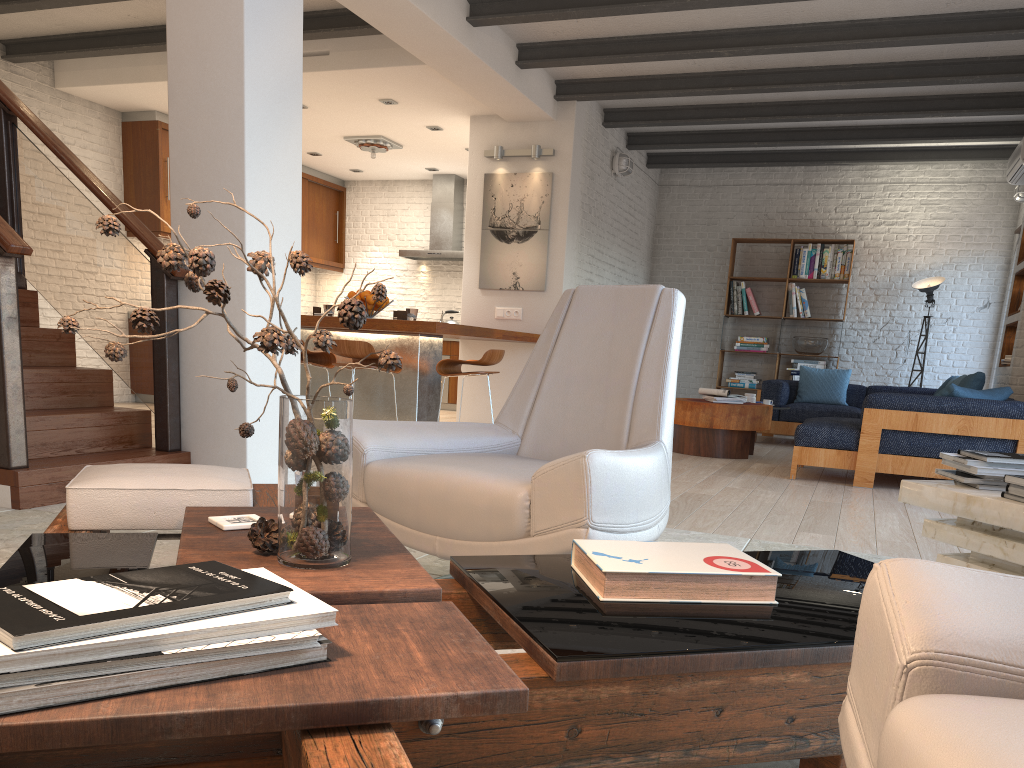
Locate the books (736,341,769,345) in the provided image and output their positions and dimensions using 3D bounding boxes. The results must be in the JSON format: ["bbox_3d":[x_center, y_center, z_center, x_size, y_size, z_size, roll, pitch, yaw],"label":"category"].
[{"bbox_3d":[2.840,-0.481,10.284,0.353,0.021,0.267,4,2,19],"label":"books"}]

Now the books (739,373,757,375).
[{"bbox_3d":[2.787,-0.124,10.385,0.241,0.008,0.153,4,2,21],"label":"books"}]

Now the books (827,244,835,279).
[{"bbox_3d":[3.604,-1.361,9.831,0.036,0.394,0.238,8,10,22],"label":"books"}]

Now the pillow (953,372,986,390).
[{"bbox_3d":[3.693,0.107,7.175,0.252,0.427,1.191,7,4,21],"label":"pillow"}]

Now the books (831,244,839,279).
[{"bbox_3d":[3.633,-1.359,9.806,0.036,0.394,0.238,8,10,22],"label":"books"}]

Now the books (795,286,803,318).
[{"bbox_3d":[3.303,-0.932,10.016,0.124,0.358,0.266,8,10,21],"label":"books"}]

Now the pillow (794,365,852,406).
[{"bbox_3d":[3.311,0.022,9.277,0.552,0.420,0.218,6,10,20],"label":"pillow"}]

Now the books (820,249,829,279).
[{"bbox_3d":[3.529,-1.338,9.834,0.055,0.339,0.249,8,10,22],"label":"books"}]

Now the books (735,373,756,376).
[{"bbox_3d":[2.782,-0.111,10.397,0.235,0.019,0.167,4,2,14],"label":"books"}]

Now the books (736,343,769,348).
[{"bbox_3d":[2.833,-0.452,10.271,0.378,0.037,0.239,4,2,15],"label":"books"}]

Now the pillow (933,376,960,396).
[{"bbox_3d":[4.204,0.118,8.408,0.241,0.408,1.088,7,4,21],"label":"pillow"}]

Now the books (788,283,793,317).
[{"bbox_3d":[3.224,-0.956,10.056,0.100,0.394,0.238,8,10,21],"label":"books"}]

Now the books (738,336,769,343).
[{"bbox_3d":[2.849,-0.519,10.271,0.324,0.057,0.251,5,3,23],"label":"books"}]

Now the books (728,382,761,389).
[{"bbox_3d":[2.776,0.017,10.393,0.323,0.057,0.252,5,3,31],"label":"books"}]

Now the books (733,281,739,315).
[{"bbox_3d":[2.644,-1.002,10.268,0.090,0.395,0.238,8,10,22],"label":"books"}]

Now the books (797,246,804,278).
[{"bbox_3d":[3.294,-1.371,9.945,0.020,0.369,0.266,8,10,22],"label":"books"}]

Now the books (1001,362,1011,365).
[{"bbox_3d":[4.329,-0.175,7.549,0.160,0.017,0.249,5,3,32],"label":"books"}]

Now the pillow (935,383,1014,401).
[{"bbox_3d":[3.096,0.165,5.997,0.565,0.337,0.367,2,7,-19],"label":"pillow"}]

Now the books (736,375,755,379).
[{"bbox_3d":[2.783,-0.084,10.394,0.204,0.035,0.130,4,3,21],"label":"books"}]

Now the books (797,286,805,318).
[{"bbox_3d":[3.326,-0.930,10.017,0.124,0.358,0.266,8,10,21],"label":"books"}]

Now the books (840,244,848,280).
[{"bbox_3d":[3.721,-1.352,9.773,0.036,0.394,0.238,8,10,22],"label":"books"}]

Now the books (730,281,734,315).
[{"bbox_3d":[2.606,-1.004,10.274,0.090,0.395,0.238,8,10,22],"label":"books"}]

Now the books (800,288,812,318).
[{"bbox_3d":[3.365,-0.918,9.989,0.157,0.338,0.249,8,9,21],"label":"books"}]

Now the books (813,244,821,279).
[{"bbox_3d":[3.455,-1.372,9.862,0.036,0.394,0.238,8,10,22],"label":"books"}]

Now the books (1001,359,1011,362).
[{"bbox_3d":[4.333,-0.200,7.529,0.169,0.019,0.233,5,2,23],"label":"books"}]

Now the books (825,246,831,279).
[{"bbox_3d":[3.571,-1.350,9.831,0.020,0.369,0.266,8,10,22],"label":"books"}]

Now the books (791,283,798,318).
[{"bbox_3d":[3.251,-0.952,10.022,0.103,0.394,0.238,8,10,21],"label":"books"}]

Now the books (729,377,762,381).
[{"bbox_3d":[2.775,-0.058,10.378,0.378,0.019,0.239,4,2,14],"label":"books"}]

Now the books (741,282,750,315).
[{"bbox_3d":[2.738,-0.993,10.220,0.120,0.392,0.238,8,10,21],"label":"books"}]

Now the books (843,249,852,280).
[{"bbox_3d":[3.771,-1.321,9.777,0.055,0.339,0.249,8,10,22],"label":"books"}]

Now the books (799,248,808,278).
[{"bbox_3d":[3.323,-1.354,9.919,0.055,0.339,0.249,8,10,22],"label":"books"}]

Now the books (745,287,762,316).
[{"bbox_3d":[2.831,-0.955,10.216,0.193,0.327,0.249,7,9,21],"label":"books"}]

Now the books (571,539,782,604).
[{"bbox_3d":[0.298,0.351,1.647,0.327,0.058,0.248,3,3,-9],"label":"books"}]

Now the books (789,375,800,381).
[{"bbox_3d":[3.427,-0.058,10.118,0.379,0.066,0.239,4,3,8],"label":"books"}]

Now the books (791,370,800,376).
[{"bbox_3d":[3.401,-0.121,10.104,0.325,0.057,0.250,4,3,16],"label":"books"}]

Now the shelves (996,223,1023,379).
[{"bbox_3d":[4.408,-0.754,7.423,0.190,1.467,0.751,8,11,22],"label":"shelves"}]

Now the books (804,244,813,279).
[{"bbox_3d":[3.370,-1.379,9.900,0.036,0.394,0.238,8,10,22],"label":"books"}]

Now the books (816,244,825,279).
[{"bbox_3d":[3.493,-1.369,9.858,0.036,0.394,0.238,8,10,22],"label":"books"}]

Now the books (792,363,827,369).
[{"bbox_3d":[3.440,-0.201,10.106,0.378,0.066,0.239,4,3,15],"label":"books"}]

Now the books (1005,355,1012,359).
[{"bbox_3d":[4.339,-0.227,7.529,0.131,0.035,0.203,5,3,31],"label":"books"}]

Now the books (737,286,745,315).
[{"bbox_3d":[2.697,-0.973,10.273,0.101,0.343,0.249,8,10,21],"label":"books"}]

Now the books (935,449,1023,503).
[{"bbox_3d":[1.278,0.227,2.000,0.389,0.081,0.556,4,2,5],"label":"books"}]

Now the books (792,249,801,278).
[{"bbox_3d":[3.258,-1.360,9.963,0.055,0.339,0.249,8,10,22],"label":"books"}]

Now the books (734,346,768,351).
[{"bbox_3d":[2.823,-0.416,10.289,0.378,0.037,0.240,4,2,16],"label":"books"}]

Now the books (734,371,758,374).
[{"bbox_3d":[2.785,-0.137,10.370,0.250,0.017,0.159,4,2,21],"label":"books"}]

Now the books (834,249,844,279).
[{"bbox_3d":[3.673,-1.328,9.790,0.055,0.339,0.249,8,10,22],"label":"books"}]

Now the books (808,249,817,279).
[{"bbox_3d":[3.417,-1.348,9.903,0.055,0.339,0.249,8,10,22],"label":"books"}]

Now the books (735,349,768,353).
[{"bbox_3d":[2.832,-0.387,10.298,0.353,0.021,0.267,4,2,21],"label":"books"}]

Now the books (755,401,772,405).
[{"bbox_3d":[2.387,0.180,8.470,0.232,0.023,0.158,3,2,-21],"label":"books"}]

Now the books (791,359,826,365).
[{"bbox_3d":[3.437,-0.253,10.092,0.377,0.037,0.240,4,2,21],"label":"books"}]

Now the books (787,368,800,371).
[{"bbox_3d":[3.423,-0.159,10.101,0.441,0.021,0.267,4,2,21],"label":"books"}]

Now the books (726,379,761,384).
[{"bbox_3d":[2.762,-0.031,10.398,0.377,0.037,0.240,4,2,21],"label":"books"}]
